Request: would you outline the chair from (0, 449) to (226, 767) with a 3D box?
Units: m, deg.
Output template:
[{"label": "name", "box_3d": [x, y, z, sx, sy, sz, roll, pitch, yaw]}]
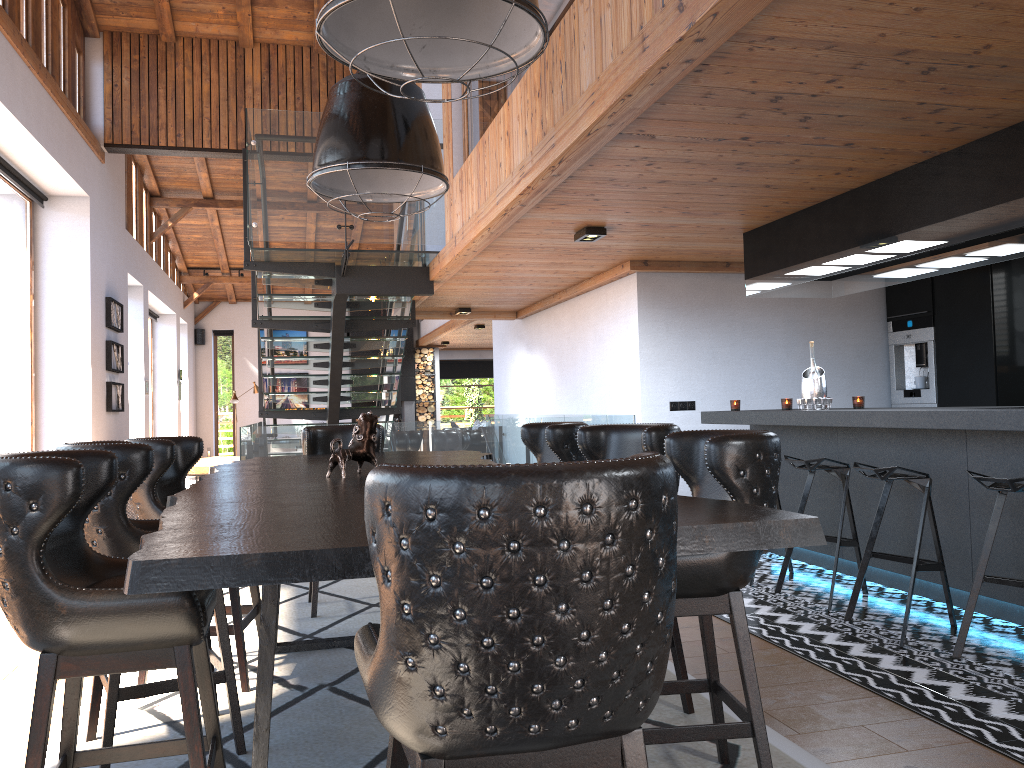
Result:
[{"label": "chair", "box_3d": [-0.992, 0.710, 2.167, 0.572, 1.092, 0.500, -1, -2, -16]}]

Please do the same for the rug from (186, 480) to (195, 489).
[{"label": "rug", "box_3d": [-3.732, 1.672, 15.554, 3.830, 0.053, 2.416, -1, -2, -14]}]

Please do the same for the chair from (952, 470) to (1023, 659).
[{"label": "chair", "box_3d": [2.249, 0.792, 3.798, 0.472, 0.840, 0.535, -1, -2, -17]}]

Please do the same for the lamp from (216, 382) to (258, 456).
[{"label": "lamp", "box_3d": [-5.711, 0.887, 18.530, 0.526, 1.900, 1.325, -2, -2, 7]}]

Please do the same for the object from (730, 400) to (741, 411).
[{"label": "object", "box_3d": [1.698, 0.163, 6.739, 0.078, 0.081, 0.080, -2, -2, 20]}]

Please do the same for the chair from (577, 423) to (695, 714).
[{"label": "chair", "box_3d": [0.389, 0.706, 3.436, 0.574, 1.092, 0.498, 0, -3, -31]}]

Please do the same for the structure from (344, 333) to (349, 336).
[{"label": "structure", "box_3d": [-3.826, -1.090, 20.230, 0.215, 0.349, 0.212, -1, -2, -15]}]

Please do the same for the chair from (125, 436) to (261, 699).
[{"label": "chair", "box_3d": [-1.401, 0.777, 3.889, 0.569, 1.092, 0.502, -1, -2, -6]}]

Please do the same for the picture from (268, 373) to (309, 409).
[{"label": "picture", "box_3d": [-5.022, 0.163, 19.929, 0.885, 0.816, 0.035, -1, -2, -15]}]

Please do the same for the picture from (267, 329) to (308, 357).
[{"label": "picture", "box_3d": [-5.049, -0.831, 19.969, 0.885, 0.816, 0.035, -1, -2, -15]}]

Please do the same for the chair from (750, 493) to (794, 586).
[{"label": "chair", "box_3d": [1.661, 0.866, 5.956, 0.472, 0.840, 0.535, -1, -2, -14]}]

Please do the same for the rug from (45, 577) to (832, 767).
[{"label": "rug", "box_3d": [-0.502, 1.285, 3.722, 2.567, 0.047, 5.595, -1, -2, -14]}]

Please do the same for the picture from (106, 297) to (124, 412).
[{"label": "picture", "box_3d": [-4.694, -0.328, 10.486, 0.059, 1.313, 0.769, -1, -2, -14]}]

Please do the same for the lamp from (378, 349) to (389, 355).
[{"label": "lamp", "box_3d": [-2.544, -1.502, 17.717, 0.264, 2.203, 0.795, -1, -2, -23]}]

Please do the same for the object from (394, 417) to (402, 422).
[{"label": "object", "box_3d": [-2.126, 0.934, 17.083, 0.407, 0.808, 0.618, -1, -2, -3]}]

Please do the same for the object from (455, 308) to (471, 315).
[{"label": "object", "box_3d": [-0.590, -0.883, 10.691, 0.156, 0.068, 0.259, -1, -2, -14]}]

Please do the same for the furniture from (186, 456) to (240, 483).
[{"label": "furniture", "box_3d": [-5.043, 1.512, 15.414, 1.182, 0.437, 2.742, -1, -2, -14]}]

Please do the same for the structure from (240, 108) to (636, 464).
[{"label": "structure", "box_3d": [-3.570, 1.104, 8.066, 9.266, 6.401, 10.955, -1, -2, -14]}]

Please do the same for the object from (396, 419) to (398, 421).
[{"label": "object", "box_3d": [-2.553, 1.276, 19.758, 0.304, 1.018, 0.311, -3, -3, 31]}]

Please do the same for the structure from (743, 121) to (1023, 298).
[{"label": "structure", "box_3d": [2.402, -0.919, 4.908, 0.715, 0.476, 3.229, -1, -2, -14]}]

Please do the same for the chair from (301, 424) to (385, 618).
[{"label": "chair", "box_3d": [-0.998, 0.796, 5.333, 0.507, 1.092, 0.564, -1, -2, -15]}]

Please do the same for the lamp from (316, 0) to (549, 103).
[{"label": "lamp", "box_3d": [-0.269, -3.128, 2.480, 0.615, 4.687, 0.628, -3, -3, 30]}]

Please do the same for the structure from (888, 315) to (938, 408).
[{"label": "structure", "box_3d": [3.590, -0.108, 7.853, 0.257, 0.946, 0.593, -1, -2, -14]}]

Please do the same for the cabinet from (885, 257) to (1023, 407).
[{"label": "cabinet", "box_3d": [4.467, -0.003, 5.096, 0.546, 2.381, 6.389, -1, -2, -14]}]

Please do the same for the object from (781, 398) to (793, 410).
[{"label": "object", "box_3d": [1.892, 0.140, 6.101, 0.078, 0.081, 0.080, -3, -3, 40]}]

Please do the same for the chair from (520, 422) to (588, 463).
[{"label": "chair", "box_3d": [0.111, 0.739, 4.352, 0.572, 1.092, 0.500, -1, -2, -16]}]

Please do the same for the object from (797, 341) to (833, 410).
[{"label": "object", "box_3d": [1.998, -0.054, 5.874, 0.227, 0.453, 0.223, -1, -2, -15]}]

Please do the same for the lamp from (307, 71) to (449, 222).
[{"label": "lamp", "box_3d": [-0.648, -3.076, 4.015, 0.615, 4.687, 0.628, -3, -3, 30]}]

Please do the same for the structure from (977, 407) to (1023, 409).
[{"label": "structure", "box_3d": [2.603, 0.121, 4.281, 0.507, 0.017, 0.606, -1, -2, -14]}]

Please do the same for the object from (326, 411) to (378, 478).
[{"label": "object", "box_3d": [-0.605, 0.229, 3.362, 0.114, 0.254, 0.223, -3, -3, 38]}]

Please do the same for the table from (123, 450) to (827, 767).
[{"label": "table", "box_3d": [-0.496, 0.821, 3.413, 1.438, 0.950, 3.772, -1, -2, -14]}]

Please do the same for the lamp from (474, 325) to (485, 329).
[{"label": "lamp", "box_3d": [-0.590, -1.040, 16.129, 0.156, 0.068, 0.259, -1, -2, -14]}]

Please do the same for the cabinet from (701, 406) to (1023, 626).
[{"label": "cabinet", "box_3d": [2.480, 0.678, 4.661, 0.894, 1.104, 4.770, -1, -2, -14]}]

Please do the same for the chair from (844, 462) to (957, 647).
[{"label": "chair", "box_3d": [2.000, 0.817, 4.464, 0.471, 0.840, 0.536, -1, -2, -8]}]

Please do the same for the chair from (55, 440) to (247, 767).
[{"label": "chair", "box_3d": [-1.269, 0.742, 3.082, 0.574, 1.092, 0.498, 0, -3, -31]}]

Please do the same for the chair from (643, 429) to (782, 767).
[{"label": "chair", "box_3d": [0.521, 0.690, 2.628, 0.569, 1.092, 0.502, -1, -2, -6]}]

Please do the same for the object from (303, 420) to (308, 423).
[{"label": "object", "box_3d": [-4.642, 1.044, 19.641, 0.422, 0.532, 0.262, -3, -3, 44]}]

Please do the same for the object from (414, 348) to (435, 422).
[{"label": "object", "box_3d": [-2.034, 0.484, 20.465, 0.497, 2.613, 0.463, -1, -2, -15]}]

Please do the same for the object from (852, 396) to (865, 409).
[{"label": "object", "box_3d": [2.273, 0.122, 5.814, 0.078, 0.081, 0.080, -3, -3, 40]}]

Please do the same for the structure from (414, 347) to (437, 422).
[{"label": "structure", "box_3d": [-2.025, 0.477, 20.458, 0.505, 2.618, 0.508, -1, -2, -14]}]

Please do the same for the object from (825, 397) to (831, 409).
[{"label": "object", "box_3d": [2.182, 0.135, 6.183, 0.078, 0.081, 0.080, -3, -3, 40]}]

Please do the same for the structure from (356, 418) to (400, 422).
[{"label": "structure", "box_3d": [-3.020, 1.043, 20.028, 0.988, 0.514, 0.182, -1, -2, -15]}]

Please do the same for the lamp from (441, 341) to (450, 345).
[{"label": "lamp", "box_3d": [-1.492, -0.916, 19.790, 0.156, 0.068, 0.259, -1, -2, -14]}]

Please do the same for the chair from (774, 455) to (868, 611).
[{"label": "chair", "box_3d": [1.883, 0.841, 5.239, 0.472, 0.840, 0.535, -1, -2, -17]}]

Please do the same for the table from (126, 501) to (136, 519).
[{"label": "table", "box_3d": [-4.311, 1.346, 10.536, 0.688, 0.470, 1.246, -1, -2, -14]}]

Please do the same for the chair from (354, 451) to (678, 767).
[{"label": "chair", "box_3d": [0.013, 0.663, 1.464, 0.507, 1.092, 0.564, -1, -2, -15]}]

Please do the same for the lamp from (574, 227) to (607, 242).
[{"label": "lamp", "box_3d": [0.539, -1.038, 6.118, 0.156, 0.068, 0.259, -1, -2, -14]}]

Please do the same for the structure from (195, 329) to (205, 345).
[{"label": "structure", "box_3d": [-6.837, -1.030, 19.416, 0.215, 0.349, 0.212, -1, -2, -15]}]
